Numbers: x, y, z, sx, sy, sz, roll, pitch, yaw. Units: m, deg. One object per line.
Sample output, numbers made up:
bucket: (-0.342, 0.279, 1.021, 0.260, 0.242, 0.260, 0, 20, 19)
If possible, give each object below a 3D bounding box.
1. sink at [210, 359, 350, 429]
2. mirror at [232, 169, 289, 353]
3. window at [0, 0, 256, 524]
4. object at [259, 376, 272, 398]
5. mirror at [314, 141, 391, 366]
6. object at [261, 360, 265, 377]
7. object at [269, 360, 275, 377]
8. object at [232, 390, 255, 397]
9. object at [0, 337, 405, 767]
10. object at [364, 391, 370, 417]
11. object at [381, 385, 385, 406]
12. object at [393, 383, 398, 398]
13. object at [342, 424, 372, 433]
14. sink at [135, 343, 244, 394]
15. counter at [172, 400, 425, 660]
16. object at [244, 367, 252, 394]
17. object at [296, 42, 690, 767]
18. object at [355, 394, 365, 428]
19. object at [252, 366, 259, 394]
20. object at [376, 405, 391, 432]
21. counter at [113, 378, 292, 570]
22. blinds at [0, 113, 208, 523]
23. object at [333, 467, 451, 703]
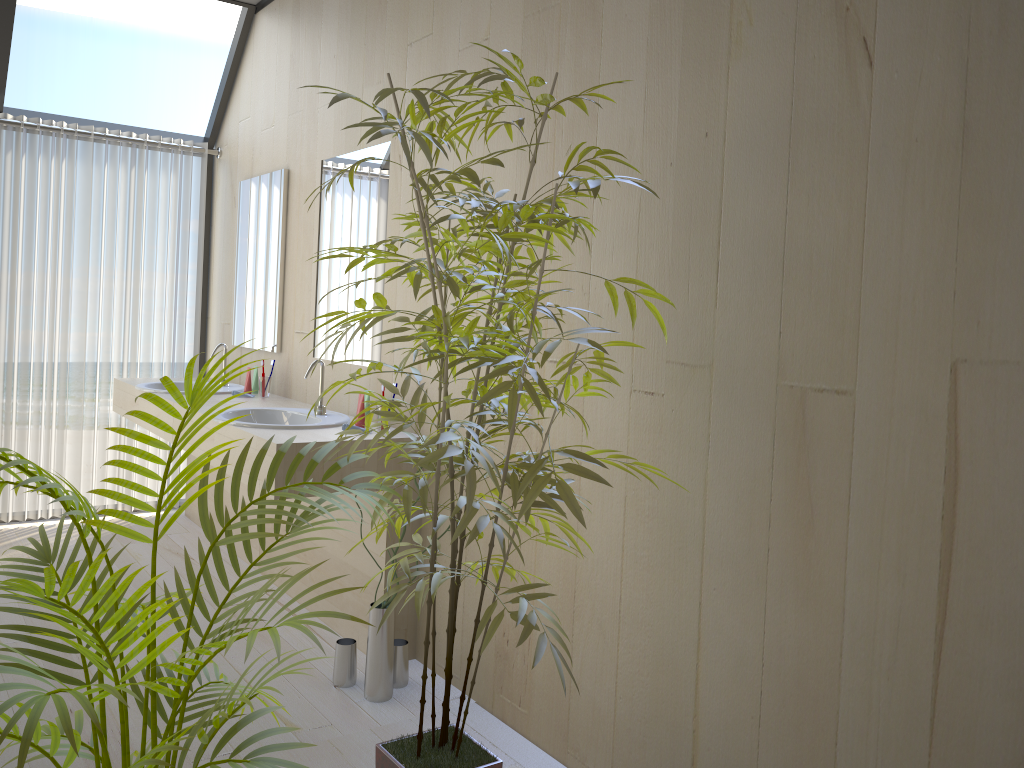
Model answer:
sink: (-0.874, 0.114, 3.349, 0.503, 0.419, 0.575, 1, 4, -32)
mirror: (-1.273, -0.611, 4.450, 0.023, 0.867, 0.655, 2, 2, -35)
window: (-3.464, -0.645, 3.609, 4.558, 2.810, 0.747, 0, 2, -35)
object: (-1.147, 0.015, 4.104, 0.058, 0.100, 0.058, 2, 2, -29)
mirror: (-0.653, -0.517, 3.620, 0.023, 0.867, 0.655, 2, 2, -35)
object: (-1.147, -0.025, 4.073, 0.012, 0.178, 0.050, 3, 1, 4)
object: (-1.129, -0.026, 4.106, 0.054, 0.175, 0.012, 2, 1, -10)
object: (-1.235, 0.045, 4.069, 0.104, 0.029, 0.033, 3, 3, 5)
object: (-0.669, 0.482, 1.448, 0.916, 1.155, 0.752, 3, 2, -2)
object: (-0.540, 0.090, 3.279, 0.039, 0.134, 0.039, 3, 1, 6)
object: (-0.451, 0.084, 3.089, 0.012, 0.178, 0.050, 3, 1, 4)
object: (-0.434, 0.084, 3.121, 0.054, 0.175, 0.012, 2, 1, -10)
object: (-0.540, 0.154, 3.085, 0.104, 0.029, 0.033, 3, 3, 5)
sink: (-1.569, 0.005, 4.333, 0.503, 0.419, 0.575, 1, 4, -32)
counter: (-0.874, 0.524, 3.411, 0.550, 0.789, 1.209, 1, 4, -35)
object: (-1.236, -0.010, 4.149, 0.039, 0.134, 0.039, 3, 1, 13)
object: (-0.069, 0.187, 1.909, 0.786, 1.754, 0.937, 2, 2, -10)
object: (-0.540, 0.099, 3.165, 0.039, 0.134, 0.039, 3, 1, 6)
object: (-1.235, -0.019, 4.263, 0.039, 0.134, 0.039, 3, 1, 13)
object: (-0.451, 0.124, 3.120, 0.058, 0.100, 0.059, 2, 2, -25)
counter: (-1.570, 0.415, 4.395, 0.550, 0.789, 1.209, 1, 4, -35)
blinds: (-2.271, -0.331, 4.708, 1.182, 2.068, 0.084, 1, 2, -35)
object: (-0.356, 0.607, 2.876, 0.274, 0.748, 0.406, 4, 2, 42)
